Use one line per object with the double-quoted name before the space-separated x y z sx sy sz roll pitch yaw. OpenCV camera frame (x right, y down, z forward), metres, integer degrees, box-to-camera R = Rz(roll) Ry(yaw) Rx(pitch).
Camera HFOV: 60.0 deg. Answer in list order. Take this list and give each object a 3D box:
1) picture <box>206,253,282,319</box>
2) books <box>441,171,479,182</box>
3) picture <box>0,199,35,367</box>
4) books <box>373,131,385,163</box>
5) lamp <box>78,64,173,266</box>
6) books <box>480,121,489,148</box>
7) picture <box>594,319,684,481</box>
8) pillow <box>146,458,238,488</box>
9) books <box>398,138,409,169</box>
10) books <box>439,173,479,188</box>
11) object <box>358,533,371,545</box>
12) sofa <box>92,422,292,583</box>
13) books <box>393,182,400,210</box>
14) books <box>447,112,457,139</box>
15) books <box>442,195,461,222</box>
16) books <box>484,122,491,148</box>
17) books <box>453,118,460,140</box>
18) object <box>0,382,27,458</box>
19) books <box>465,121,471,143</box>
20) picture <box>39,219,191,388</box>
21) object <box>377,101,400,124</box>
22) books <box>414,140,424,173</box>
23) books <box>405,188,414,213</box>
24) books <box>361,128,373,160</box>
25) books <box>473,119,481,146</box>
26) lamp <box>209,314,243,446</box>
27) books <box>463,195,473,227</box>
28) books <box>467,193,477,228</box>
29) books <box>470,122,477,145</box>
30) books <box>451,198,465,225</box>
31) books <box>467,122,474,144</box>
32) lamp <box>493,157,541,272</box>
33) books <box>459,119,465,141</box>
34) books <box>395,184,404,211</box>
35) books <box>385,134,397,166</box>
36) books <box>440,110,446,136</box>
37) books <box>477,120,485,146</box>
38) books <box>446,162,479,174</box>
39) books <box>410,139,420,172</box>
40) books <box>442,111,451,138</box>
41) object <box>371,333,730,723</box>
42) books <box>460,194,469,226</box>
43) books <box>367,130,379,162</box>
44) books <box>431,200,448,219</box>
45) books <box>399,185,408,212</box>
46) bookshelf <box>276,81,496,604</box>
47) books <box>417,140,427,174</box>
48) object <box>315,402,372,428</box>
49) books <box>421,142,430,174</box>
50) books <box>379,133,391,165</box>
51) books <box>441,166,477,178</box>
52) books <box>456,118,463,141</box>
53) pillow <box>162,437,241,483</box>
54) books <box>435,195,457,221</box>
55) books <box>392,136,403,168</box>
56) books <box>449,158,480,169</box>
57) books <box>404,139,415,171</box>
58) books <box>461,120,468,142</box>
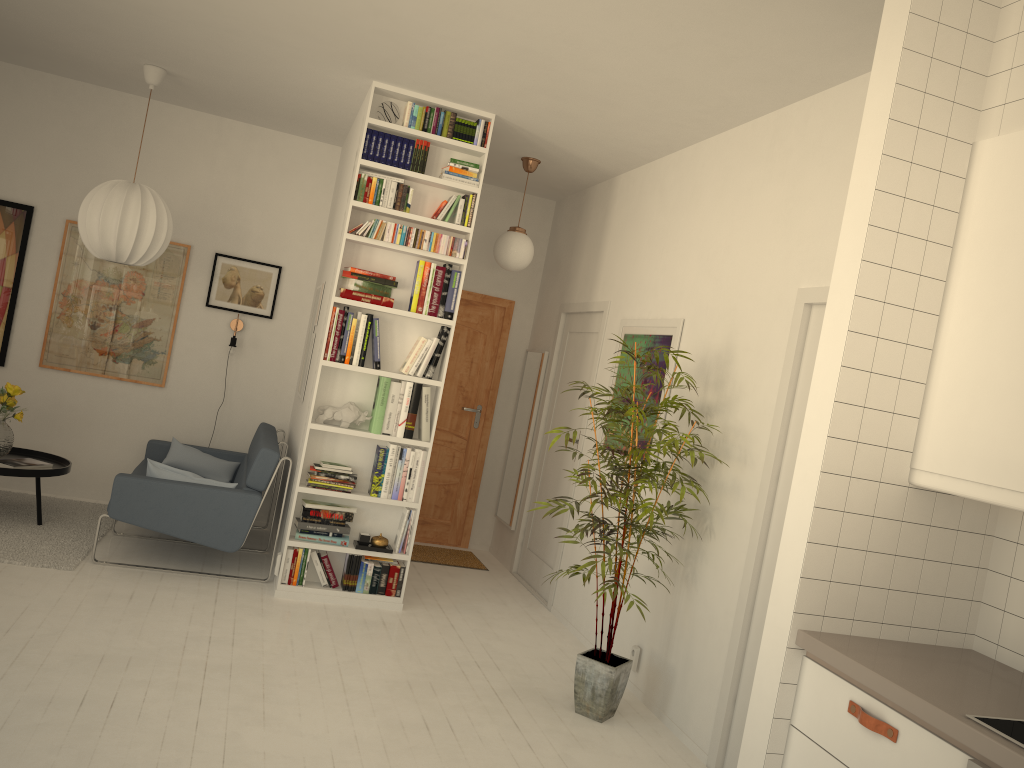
"picture" -1.986 -0.724 6.574 0.481 0.402 0.015 11 0 -16
"books" -0.315 -1.194 5.163 0.200 0.018 0.208 11 1 -16
"picture" -3.791 -0.744 6.056 0.778 1.134 0.018 11 0 -16
"books" -0.766 -1.322 5.028 0.034 0.179 0.188 11 1 -16
"lamp" -2.320 -1.352 5.487 0.536 1.229 0.536 11 0 17
"books" -0.187 -1.436 5.187 0.021 0.151 0.228 11 1 -16
"picture" 0.702 0.063 5.041 0.012 0.877 0.822 11 1 -16
"pillow" -1.850 0.620 5.044 0.533 0.353 0.141 11 0 -17
"books" -0.634 -1.298 5.067 0.034 0.179 0.188 11 1 -16
"books" -0.323 -1.166 5.164 0.214 0.038 0.223 11 1 -16
"object" -0.849 0.890 5.094 0.058 0.055 0.058 11 1 -16
"sofa" -1.982 0.644 5.681 0.963 0.773 1.603 11 1 -16
"books" -0.673 -1.057 5.052 0.013 0.159 0.176 11 1 -16
"books" -0.367 -1.471 5.127 0.032 0.152 0.200 11 1 -16
"books" -0.365 -1.006 5.158 0.065 0.168 0.229 11 1 -16
"books" -0.177 -1.436 5.212 0.014 0.154 0.260 11 1 -16
"books" -0.337 -1.454 5.107 0.017 0.130 0.150 11 1 -16
"object" -3.137 0.220 5.362 0.291 0.471 0.361 11 1 22
"books" -0.271 -1.441 5.127 0.017 0.130 0.150 11 1 -16
"picture" -2.831 -0.564 6.344 0.838 1.052 0.012 11 0 -16
"object" -0.693 -1.518 4.975 0.131 0.131 0.131 11 1 -21
"books" -0.554 -1.288 5.098 0.020 0.191 0.205 11 1 -16
"books" -0.600 -1.035 5.080 0.020 0.145 0.189 11 1 -16
"books" -0.832 -1.335 5.008 0.034 0.179 0.188 11 1 -16
"books" -0.217 -1.442 5.142 0.019 0.157 0.150 11 1 -16
"lamp" -2.265 0.156 6.481 0.360 1.416 0.112 11 0 -16
"books" -0.277 -0.999 5.183 0.014 0.188 0.218 11 1 -16
"books" -0.258 -1.001 5.186 0.022 0.198 0.212 11 1 -16
"books" -0.238 -1.435 5.137 0.017 0.130 0.150 11 1 -16
"books" -0.324 -0.990 5.167 0.030 0.153 0.200 11 1 -16
"books" -0.254 -1.438 5.132 0.017 0.130 0.150 11 1 -16
"lamp" 0.057 -1.138 5.985 0.275 0.767 0.275 11 0 -22
"books" -0.304 -1.447 5.117 0.017 0.130 0.150 11 1 -16
"books" -0.662 -1.053 5.076 0.024 0.155 0.207 11 1 -16
"books" -0.700 -1.310 5.047 0.034 0.179 0.188 11 1 -16
"books" -0.418 -1.480 5.117 0.009 0.151 0.208 11 1 -16
"books" -0.207 -1.442 5.184 0.020 0.156 0.229 11 1 -16
"books" -0.296 -1.239 5.142 0.179 0.016 0.208 11 1 -11
"books" -0.574 -1.292 5.095 0.020 0.191 0.205 11 1 -16
"books" -0.401 -1.478 5.133 0.032 0.154 0.212 11 1 -16
"object" 0.164 0.592 4.482 0.777 1.711 2.090 11 1 -35
"books" -0.299 -1.003 5.191 0.022 0.187 0.186 11 1 -16
"books" -0.799 -1.329 5.018 0.034 0.179 0.188 11 1 -16
"books" -0.439 -1.000 5.164 0.073 0.129 0.200 11 1 -16
"books" -0.630 -1.045 5.051 0.023 0.153 0.176 11 1 -16
"bookshelf" -0.735 -0.193 5.108 0.709 2.900 0.249 11 0 -16
"books" -0.533 -1.284 5.096 0.020 0.191 0.205 11 1 -16
"object" -0.947 0.170 5.024 0.311 0.150 0.137 11 1 -8
"books" -0.517 -1.281 5.113 0.020 0.191 0.205 11 1 -16
"books" -0.733 -1.316 5.037 0.034 0.179 0.188 11 1 -16
"books" -0.322 -1.220 5.158 0.173 0.030 0.199 10 1 -26
"books" -0.321 -1.450 5.112 0.017 0.130 0.150 11 1 -16
"pillow" -2.198 0.548 6.271 0.539 0.277 0.157 11 0 -15
"books" -0.401 -1.011 5.162 0.092 0.165 0.223 11 1 -16
"books" -0.667 -1.304 5.057 0.034 0.179 0.188 11 1 -16
"books" -0.287 -1.263 5.160 0.169 0.032 0.188 11 1 -11
"books" -0.601 -1.291 5.077 0.034 0.179 0.188 11 1 -16
"books" -0.288 -1.444 5.122 0.017 0.130 0.150 11 1 -16
